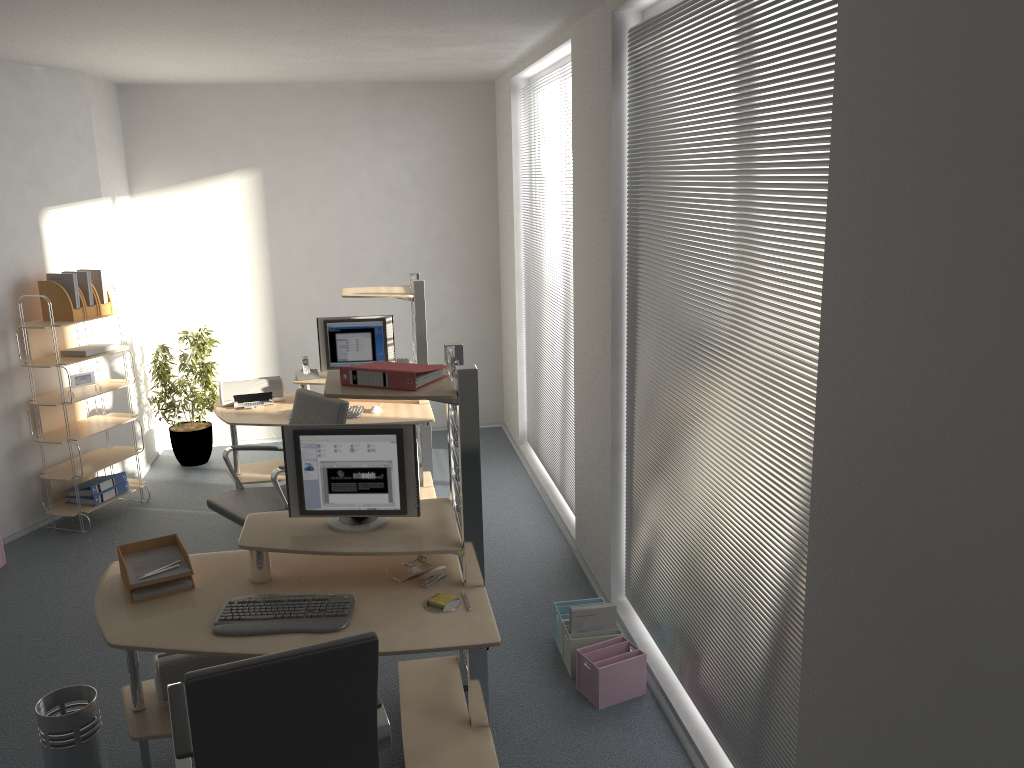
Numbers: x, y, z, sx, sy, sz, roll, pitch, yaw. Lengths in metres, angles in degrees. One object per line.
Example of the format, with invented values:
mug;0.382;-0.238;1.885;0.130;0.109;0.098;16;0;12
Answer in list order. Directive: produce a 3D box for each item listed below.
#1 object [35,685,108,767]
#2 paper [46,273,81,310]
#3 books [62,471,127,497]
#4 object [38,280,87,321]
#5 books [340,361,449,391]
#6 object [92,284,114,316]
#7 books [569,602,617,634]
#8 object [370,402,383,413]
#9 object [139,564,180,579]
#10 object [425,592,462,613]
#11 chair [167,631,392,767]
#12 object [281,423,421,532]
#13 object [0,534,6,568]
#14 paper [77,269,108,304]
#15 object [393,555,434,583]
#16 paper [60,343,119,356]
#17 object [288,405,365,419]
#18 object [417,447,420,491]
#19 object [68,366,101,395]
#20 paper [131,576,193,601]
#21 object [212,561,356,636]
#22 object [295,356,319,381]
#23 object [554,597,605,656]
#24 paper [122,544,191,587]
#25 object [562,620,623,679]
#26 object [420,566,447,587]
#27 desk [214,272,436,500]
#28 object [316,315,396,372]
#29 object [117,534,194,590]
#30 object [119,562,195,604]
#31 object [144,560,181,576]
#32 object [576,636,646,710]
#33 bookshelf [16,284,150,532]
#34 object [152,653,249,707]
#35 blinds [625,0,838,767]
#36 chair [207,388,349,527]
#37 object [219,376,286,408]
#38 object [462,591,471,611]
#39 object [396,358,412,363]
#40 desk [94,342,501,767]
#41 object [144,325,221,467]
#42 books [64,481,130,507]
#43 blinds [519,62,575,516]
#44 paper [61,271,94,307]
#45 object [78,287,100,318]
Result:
object;-1.652;1.359;3.339;0.208;0.377;0.208;8;16;34
paper;-2.917;-0.570;5.774;0.213;0.297;0.045;2;14;16
books;-2.869;0.689;6.102;0.263;0.100;0.320;3;14;19
object;-2.921;-0.546;5.759;0.243;0.259;0.113;2;14;16
books;-0.445;-0.047;3.370;0.320;0.072;0.262;4;14;23
object;-2.841;-0.602;5.988;0.243;0.259;0.113;4;14;21
books;0.370;1.153;4.072;0.220;0.306;0.068;-3;13;-9
object;-0.887;0.115;6.154;0.168;0.088;0.742;-3;13;-7
object;-1.325;0.706;3.328;0.008;0.009;0.159;11;18;43
object;-0.247;0.778;3.185;0.132;0.026;0.132;-3;13;-9
chair;-0.691;1.141;2.666;0.584;1.048;0.652;-7;14;-22
object;-0.611;0.346;3.514;0.516;0.418;0.245;2;14;13
object;-3.203;1.028;5.290;0.245;0.202;0.185;-2;13;0
paper;-2.836;-0.626;6.002;0.213;0.297;0.045;4;14;21
object;-0.383;0.705;3.427;0.159;0.064;0.054;-13;18;-41
paper;-2.849;-0.232;5.987;0.213;0.046;0.297;3;14;18
object;-1.218;0.145;6.074;0.478;0.082;0.814;-2;13;-1
object;-0.750;0.520;6.055;0.199;0.422;0.471;-4;13;-9
object;-2.868;-0.027;5.931;0.077;0.161;0.192;8;16;36
paper;-1.374;0.745;3.428;0.210;0.019;0.297;-9;15;-29
object;-0.803;0.768;3.398;0.478;0.082;0.814;-2;13;-1
object;-1.422;-0.115;6.129;0.150;0.151;0.119;-7;14;-23
object;0.340;1.177;4.281;0.245;0.202;0.185;-4;13;-9
paper;-1.375;0.695;3.416;0.210;0.010;0.297;-9;15;-29
object;0.370;1.218;4.103;0.245;0.202;0.185;-4;13;-9
object;-0.297;0.728;3.369;0.022;0.042;0.134;7;16;32
desk;-1.292;0.114;5.949;1.469;1.566;0.967;-4;13;-9
object;-1.064;-0.272;6.178;0.516;0.418;0.245;0;13;6
object;-1.376;0.678;3.413;0.225;0.060;0.309;-9;15;-29
object;-1.375;0.733;3.426;0.225;0.060;0.309;-9;15;-29
object;-1.323;0.699;3.357;0.008;0.009;0.159;8;16;35
object;0.433;1.267;3.890;0.245;0.202;0.185;-8;15;-26
bookshelf;-2.882;0.146;5.987;0.381;1.572;0.724;3;14;18
object;-1.152;1.132;3.451;0.438;0.162;0.351;-8;15;-24
blinds;0.722;-0.034;3.351;0.022;2.770;1.950;-4;13;-9
chair;-1.278;0.623;4.920;0.652;1.048;0.584;-14;18;-42
object;-1.785;0.058;6.103;0.438;0.162;0.351;-6;14;-17
object;-0.166;0.780;3.202;0.011;0.011;0.158;-4;14;-12
object;-0.745;-0.104;6.042;0.154;0.135;0.093;5;15;27
desk;-0.837;0.738;3.263;1.469;1.566;0.967;-4;13;-9
object;-2.579;0.094;7.118;0.544;1.147;0.644;3;14;19
books;-2.859;0.743;6.111;0.262;0.072;0.320;3;14;19
blinds;0.264;-0.660;6.043;0.037;2.749;1.950;-4;13;-9
paper;-2.881;-0.598;5.890;0.213;0.297;0.045;3;14;18
object;-2.885;-0.574;5.875;0.243;0.259;0.113;3;14;18
